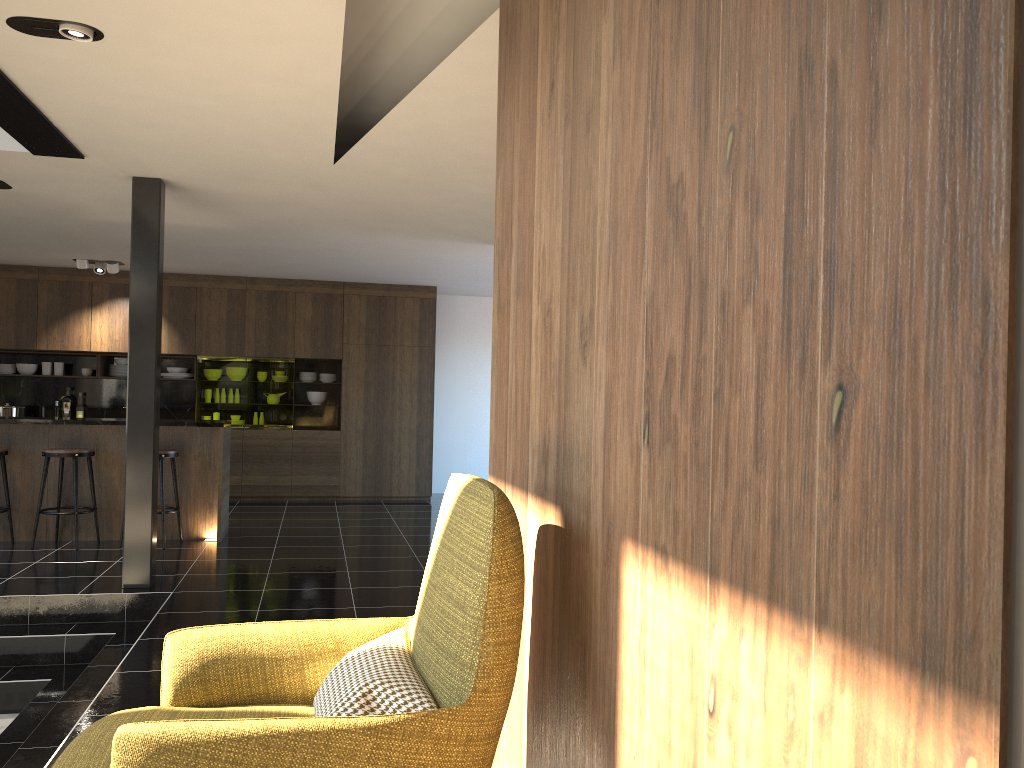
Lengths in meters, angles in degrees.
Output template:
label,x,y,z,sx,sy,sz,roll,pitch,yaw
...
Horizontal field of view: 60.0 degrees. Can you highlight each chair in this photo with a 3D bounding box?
label,x,y,z,sx,sy,sz,roll,pitch,yaw
chair,-4.312,0.922,7.176,0.412,0.799,0.412,1,0,-3
chair,-3.667,0.939,7.318,0.412,0.799,0.412,1,0,-3
chair,-0.507,0.767,2.048,1.031,1.097,0.807,1,-1,-14
chair,-3.023,0.957,7.461,0.412,0.799,0.412,1,0,-3

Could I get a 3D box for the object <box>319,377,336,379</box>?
label,x,y,z,sx,sy,sz,roll,pitch,yaw
object,-2.369,-0.066,11.426,0.220,0.033,0.220,2,-1,-29

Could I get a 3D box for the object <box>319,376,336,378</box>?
label,x,y,z,sx,sy,sz,roll,pitch,yaw
object,-2.369,-0.078,11.426,0.220,0.033,0.220,2,-1,-29

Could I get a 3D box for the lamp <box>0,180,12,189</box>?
label,x,y,z,sx,sy,sz,roll,pitch,yaw
lamp,-3.714,-1.437,6.055,0.501,0.194,0.349,2,-1,-12

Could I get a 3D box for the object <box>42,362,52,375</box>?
label,x,y,z,sx,sy,sz,roll,pitch,yaw
object,-5.611,-0.183,10.694,0.109,0.161,0.109,2,-1,-30

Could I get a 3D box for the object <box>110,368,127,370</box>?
label,x,y,z,sx,sy,sz,roll,pitch,yaw
object,-4.829,-0.176,10.963,0.269,0.024,0.269,1,-1,26

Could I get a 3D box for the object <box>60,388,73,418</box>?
label,x,y,z,sx,sy,sz,roll,pitch,yaw
object,-5.453,0.268,10.839,0.133,0.451,0.116,1,0,-12

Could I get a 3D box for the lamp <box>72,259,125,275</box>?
label,x,y,z,sx,sy,sz,roll,pitch,yaw
lamp,-4.525,-1.348,9.719,0.501,0.280,0.349,2,-1,-13

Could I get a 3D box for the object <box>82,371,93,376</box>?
label,x,y,z,sx,sy,sz,roll,pitch,yaw
object,-5.181,-0.126,10.813,0.122,0.072,0.122,1,-1,13

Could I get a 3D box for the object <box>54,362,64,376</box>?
label,x,y,z,sx,sy,sz,roll,pitch,yaw
object,-5.480,-0.179,10.723,0.109,0.161,0.109,1,0,0

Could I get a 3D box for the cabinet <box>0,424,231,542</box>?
label,x,y,z,sx,sy,sz,roll,pitch,yaw
cabinet,-4.324,0.829,7.629,3.564,0.994,0.698,2,-1,-12

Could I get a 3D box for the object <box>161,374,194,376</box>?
label,x,y,z,sx,sy,sz,roll,pitch,yaw
object,-4.165,-0.095,11.040,0.438,0.039,0.438,1,-1,24

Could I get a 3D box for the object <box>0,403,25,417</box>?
label,x,y,z,sx,sy,sz,roll,pitch,yaw
object,-5.875,0.328,10.322,0.278,0.218,0.300,1,-1,20

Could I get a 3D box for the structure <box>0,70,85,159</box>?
label,x,y,z,sx,sy,sz,roll,pitch,yaw
structure,-3.212,-0.240,1.447,3.447,4.868,7.280,1,-1,-13

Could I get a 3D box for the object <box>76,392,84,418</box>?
label,x,y,z,sx,sy,sz,roll,pitch,yaw
object,-5.300,0.300,10.880,0.077,0.395,0.077,1,0,30

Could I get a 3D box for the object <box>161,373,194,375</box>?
label,x,y,z,sx,sy,sz,roll,pitch,yaw
object,-4.165,-0.109,11.040,0.438,0.039,0.438,1,-1,24

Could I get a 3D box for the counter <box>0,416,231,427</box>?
label,x,y,z,sx,sy,sz,roll,pitch,yaw
counter,-4.313,0.311,7.630,3.573,0.041,0.698,2,-1,-12

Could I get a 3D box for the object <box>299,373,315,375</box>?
label,x,y,z,sx,sy,sz,roll,pitch,yaw
object,-2.616,-0.119,11.371,0.220,0.033,0.220,1,-1,-3

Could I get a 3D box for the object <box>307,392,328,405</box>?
label,x,y,z,sx,sy,sz,roll,pitch,yaw
object,-2.508,0.187,11.406,0.264,0.170,0.264,2,-1,-38

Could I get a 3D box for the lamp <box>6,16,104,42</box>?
label,x,y,z,sx,sy,sz,roll,pitch,yaw
lamp,-1.776,-1.439,3.455,0.346,0.158,0.195,2,-1,-12

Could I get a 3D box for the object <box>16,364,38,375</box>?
label,x,y,z,sx,sy,sz,roll,pitch,yaw
object,-5.834,-0.170,10.669,0.234,0.138,0.234,1,-1,7

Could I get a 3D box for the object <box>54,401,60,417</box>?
label,x,y,z,sx,sy,sz,roll,pitch,yaw
object,-5.551,0.347,10.813,0.058,0.287,0.058,1,0,0

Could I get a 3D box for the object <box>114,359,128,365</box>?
label,x,y,z,sx,sy,sz,roll,pitch,yaw
object,-4.830,-0.263,10.962,0.168,0.087,0.168,1,-1,7

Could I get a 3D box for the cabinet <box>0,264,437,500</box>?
label,x,y,z,sx,sy,sz,roll,pitch,yaw
cabinet,-4.431,0.033,10.811,6.893,2.690,0.869,2,0,-12

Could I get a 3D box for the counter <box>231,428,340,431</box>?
label,x,y,z,sx,sy,sz,roll,pitch,yaw
counter,-4.441,0.519,10.815,4.591,0.005,0.862,2,-1,-12

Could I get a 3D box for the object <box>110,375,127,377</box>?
label,x,y,z,sx,sy,sz,roll,pitch,yaw
object,-4.831,-0.093,10.963,0.269,0.024,0.269,1,-1,26

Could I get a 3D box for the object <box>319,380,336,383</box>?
label,x,y,z,sx,sy,sz,roll,pitch,yaw
object,-2.370,-0.030,11.426,0.220,0.033,0.220,2,-1,-29

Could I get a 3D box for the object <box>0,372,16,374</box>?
label,x,y,z,sx,sy,sz,roll,pitch,yaw
object,-6.061,-0.126,10.610,0.220,0.033,0.220,2,-1,-16

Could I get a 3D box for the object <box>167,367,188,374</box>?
label,x,y,z,sx,sy,sz,roll,pitch,yaw
object,-4.167,-0.157,11.041,0.254,0.088,0.254,1,-1,13

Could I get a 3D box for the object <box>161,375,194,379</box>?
label,x,y,z,sx,sy,sz,roll,pitch,yaw
object,-4.166,-0.082,11.040,0.438,0.039,0.438,1,-1,24

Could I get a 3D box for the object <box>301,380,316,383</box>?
label,x,y,z,sx,sy,sz,roll,pitch,yaw
object,-2.618,-0.037,11.371,0.220,0.033,0.220,1,-1,-3

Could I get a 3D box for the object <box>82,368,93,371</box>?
label,x,y,z,sx,sy,sz,roll,pitch,yaw
object,-5.181,-0.151,10.813,0.122,0.072,0.122,1,-1,13
